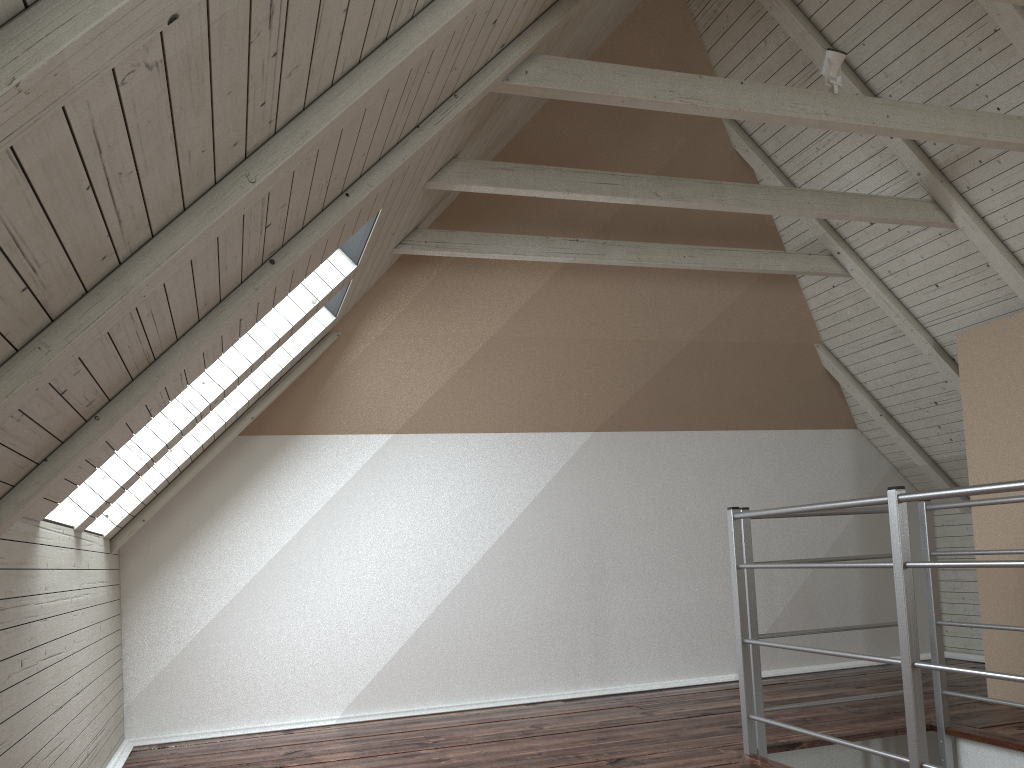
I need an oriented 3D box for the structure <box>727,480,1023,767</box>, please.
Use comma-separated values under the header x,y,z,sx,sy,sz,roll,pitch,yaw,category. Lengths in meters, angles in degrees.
x,y,z,sx,sy,sz,roll,pitch,yaw,category
1.385,0.764,2.375,0.836,0.983,1.664,-1,-9,-18,structure
